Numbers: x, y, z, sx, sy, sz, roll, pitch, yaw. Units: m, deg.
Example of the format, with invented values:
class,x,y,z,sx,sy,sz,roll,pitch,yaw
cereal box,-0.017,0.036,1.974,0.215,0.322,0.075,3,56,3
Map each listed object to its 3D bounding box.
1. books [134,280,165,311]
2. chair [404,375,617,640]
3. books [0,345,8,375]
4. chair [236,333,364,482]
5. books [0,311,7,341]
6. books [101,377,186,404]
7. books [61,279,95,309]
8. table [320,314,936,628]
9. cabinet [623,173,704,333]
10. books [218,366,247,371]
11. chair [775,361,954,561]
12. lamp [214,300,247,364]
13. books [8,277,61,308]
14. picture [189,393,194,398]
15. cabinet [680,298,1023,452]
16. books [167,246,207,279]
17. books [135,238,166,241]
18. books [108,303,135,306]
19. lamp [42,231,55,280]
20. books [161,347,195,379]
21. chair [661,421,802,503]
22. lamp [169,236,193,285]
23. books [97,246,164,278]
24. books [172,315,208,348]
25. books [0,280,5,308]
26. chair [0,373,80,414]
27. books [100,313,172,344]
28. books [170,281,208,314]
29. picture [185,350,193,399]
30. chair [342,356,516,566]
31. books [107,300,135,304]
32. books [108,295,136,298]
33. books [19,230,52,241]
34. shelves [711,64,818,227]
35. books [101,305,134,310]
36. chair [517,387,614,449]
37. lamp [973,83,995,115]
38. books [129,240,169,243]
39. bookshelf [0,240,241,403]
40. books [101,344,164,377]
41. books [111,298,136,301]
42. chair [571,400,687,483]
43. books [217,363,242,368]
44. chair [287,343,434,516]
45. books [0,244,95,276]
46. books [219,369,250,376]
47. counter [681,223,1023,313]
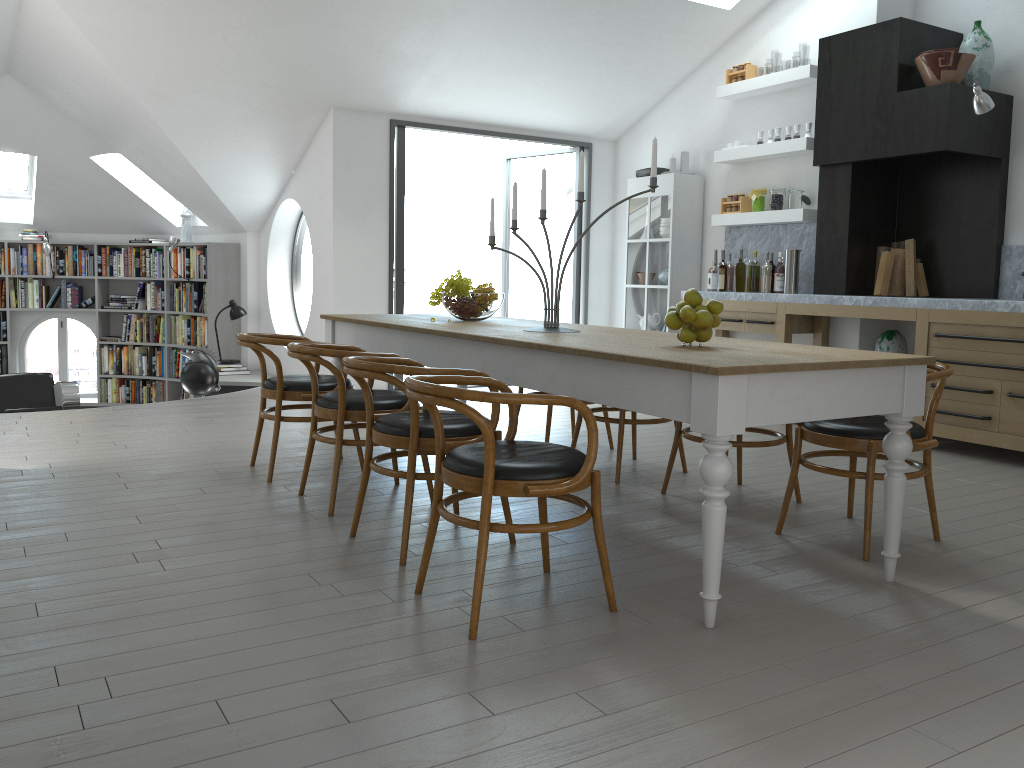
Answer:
class,x,y,z,sx,sy,sz,roll,pitch,yaw
books,-4.135,-1.038,10.379,0.553,0.350,0.256,3,6,15
chair,-0.034,0.341,2.797,0.621,0.733,0.528,-2,6,-28
books,-6.177,-0.256,9.945,0.293,0.356,1.033,7,9,43
chair,-1.129,0.097,4.670,0.621,0.733,0.528,-2,6,-28
books,-6.177,-0.639,9.900,0.298,0.350,0.999,6,8,42
books,-4.173,0.092,10.406,1.498,0.310,0.360,4,7,20
books,-5.065,-1.059,10.434,0.399,0.340,0.225,0,6,-11
table,0.139,0.140,4.221,1.019,0.797,3.357,-3,8,-31
cabinet,1.382,-0.907,8.218,0.361,1.984,0.643,-2,6,-32
books,-2.951,-0.169,9.203,0.286,0.034,0.305,-5,9,-41
chair,1.478,0.269,3.658,0.622,0.733,0.528,-3,7,-35
lamp,-2.910,-0.544,9.183,0.322,0.658,0.234,0,5,-16
books,-6.204,-0.981,9.623,0.591,0.370,2.532,6,8,39
picture,-3.409,0.258,9.584,0.107,0.554,0.490,-3,7,-41
cabinet,3.491,0.111,5.112,1.004,1.019,6.444,-2,8,-31
books,-3.505,-1.361,9.944,1.015,0.361,0.293,7,8,41
books,-4.238,-1.688,10.389,0.248,0.027,0.233,5,8,31
books,-4.587,-0.944,10.516,0.286,0.031,0.270,2,7,4
lamp,-5.275,-1.449,10.078,0.113,0.565,0.358,-1,6,-25
books,-3.572,-0.222,10.073,1.185,0.358,0.304,7,8,39
chair,1.110,0.188,4.278,0.621,0.733,0.528,-2,6,-28
lamp,-3.637,-1.359,9.767,0.275,0.524,0.112,-4,7,-41
books,-4.388,-1.433,10.383,0.969,0.366,0.306,3,6,12
books,-3.503,-0.595,10.004,1.022,0.347,0.276,7,8,43
books,-6.200,-1.020,9.896,0.301,0.358,1.029,7,9,44
chair,-4.664,0.278,8.518,0.823,0.717,0.742,-3,7,-36
books,-4.340,-0.665,10.425,0.974,0.351,0.252,2,6,11
books,-3.505,-0.978,9.969,1.054,0.357,0.280,8,9,44
picture,-3.462,0.077,9.745,0.090,0.861,0.579,-3,7,-41
chair,-0.352,0.258,3.447,0.622,0.733,0.528,-3,7,-36
books,-4.586,-0.975,10.513,0.286,0.031,0.270,3,7,18
books,-4.585,-1.037,10.507,0.286,0.031,0.269,6,9,38
books,-6.293,-1.638,9.263,0.748,0.173,2.820,5,8,29
shelves,3.506,-1.560,5.465,0.480,1.358,5.562,-3,8,-37
books,-4.587,-0.911,10.518,0.388,0.042,0.366,2,7,8
chair,0.355,0.027,5.513,0.621,0.733,0.528,-2,7,-31
lamp,2.842,-1.726,5.384,0.164,0.178,0.116,0,6,-13
books,-4.239,-1.660,10.392,0.336,0.036,0.317,4,7,21
bookshelf,-5.369,-0.617,9.496,4.335,1.875,2.113,-3,7,-31
books,-4.429,-0.290,10.486,0.872,0.350,0.273,2,6,10
books,-4.586,-1.006,10.510,0.226,0.036,0.214,3,7,18
chair,0.680,0.110,4.866,0.622,0.733,0.528,-3,7,-35
books,-2.951,-0.202,9.200,0.269,0.031,0.286,-1,7,-21
chair,-0.717,0.176,4.073,0.621,0.733,0.528,-2,7,-31
books,-5.601,-1.434,10.195,1.566,0.366,0.395,-2,7,-26
books,-2.952,-0.133,9.206,0.366,0.042,0.389,-3,8,-31
counter,3.565,-0.696,4.988,0.962,0.618,6.591,-3,8,-31
